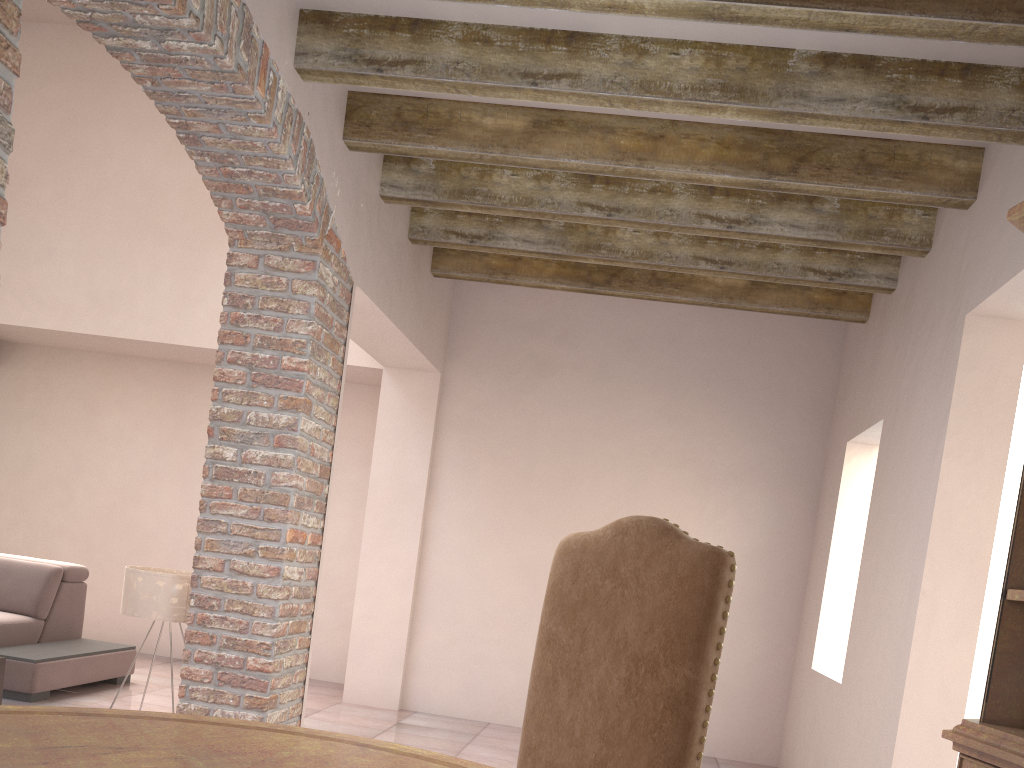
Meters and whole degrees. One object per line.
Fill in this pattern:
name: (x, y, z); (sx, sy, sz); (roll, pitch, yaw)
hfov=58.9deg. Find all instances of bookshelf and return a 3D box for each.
bookshelf: (1.046, 0.463, 1.098); (0.486, 1.991, 2.048); (8, -4, 9)

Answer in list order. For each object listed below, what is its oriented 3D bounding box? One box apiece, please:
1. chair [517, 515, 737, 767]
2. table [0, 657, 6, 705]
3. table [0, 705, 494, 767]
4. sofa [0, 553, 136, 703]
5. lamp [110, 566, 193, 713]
chair: (0.016, 0.846, 1.887); (0.660, 1.247, 0.527); (7, 1, -43)
table: (-2.943, 1.267, 3.813); (1.192, 0.348, 0.716); (7, -8, 6)
table: (-0.487, 0.848, 0.946); (1.553, 0.741, 1.509); (10, -8, -17)
sofa: (-3.608, 0.969, 4.303); (2.150, 0.939, 3.206); (7, -10, 8)
lamp: (-1.579, 1.263, 4.095); (0.409, 0.851, 0.387); (8, 1, 7)
